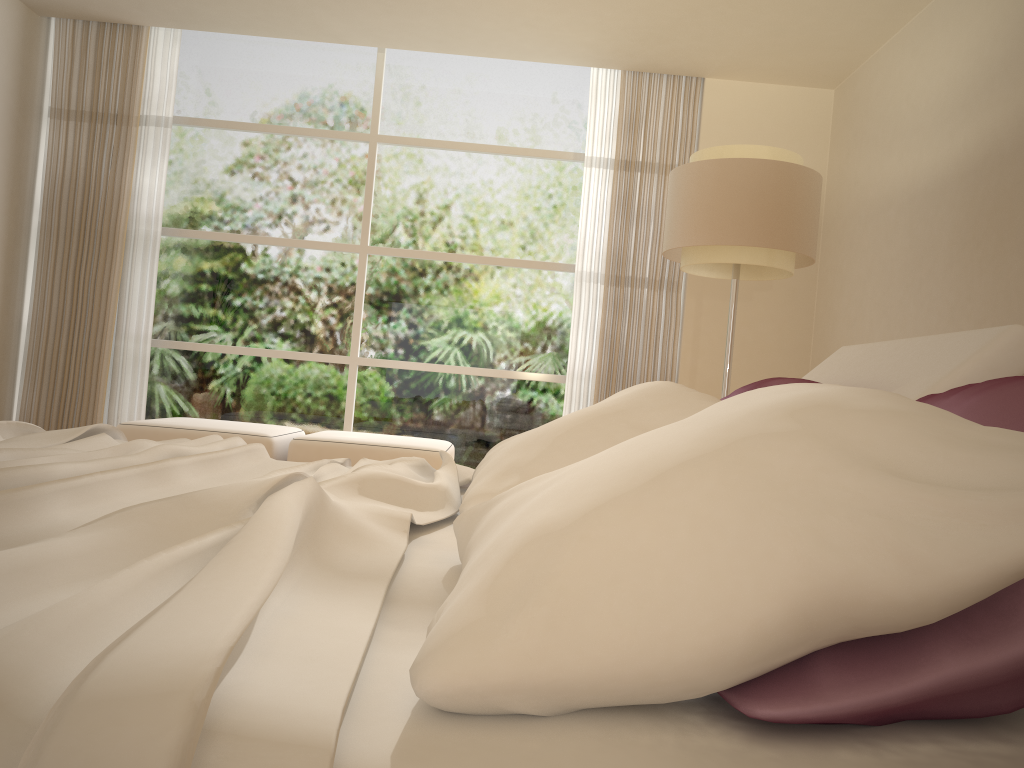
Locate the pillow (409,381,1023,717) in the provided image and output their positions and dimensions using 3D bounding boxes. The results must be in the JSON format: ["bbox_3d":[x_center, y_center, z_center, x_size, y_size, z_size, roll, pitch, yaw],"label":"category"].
[{"bbox_3d":[0.191,0.142,1.532,0.561,0.339,1.720,5,0,-1],"label":"pillow"}]

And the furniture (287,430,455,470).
[{"bbox_3d":[-0.875,0.517,5.731,0.965,0.346,0.964,5,0,-1],"label":"furniture"}]

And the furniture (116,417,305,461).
[{"bbox_3d":[-1.907,0.425,5.719,0.965,0.346,0.964,5,0,-1],"label":"furniture"}]

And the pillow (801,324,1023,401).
[{"bbox_3d":[0.795,0.109,1.556,0.461,0.457,1.779,5,0,-2],"label":"pillow"}]

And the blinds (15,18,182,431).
[{"bbox_3d":[-3.014,-1.175,6.427,0.950,3.352,0.211,5,0,-2],"label":"blinds"}]

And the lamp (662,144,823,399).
[{"bbox_3d":[1.125,-0.154,4.588,0.817,2.018,0.817,5,-1,42],"label":"lamp"}]

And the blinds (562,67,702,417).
[{"bbox_3d":[0.855,-0.834,6.421,0.814,3.351,0.202,5,0,-2],"label":"blinds"}]

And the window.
[{"bbox_3d":[-1.120,-1.015,6.706,4.781,3.371,0.071,5,0,-1],"label":"window"}]

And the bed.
[{"bbox_3d":[-0.595,0.399,1.480,2.535,0.570,2.599,5,0,-1],"label":"bed"}]

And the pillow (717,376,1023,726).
[{"bbox_3d":[0.462,0.152,1.542,0.575,0.369,1.683,5,0,-1],"label":"pillow"}]
